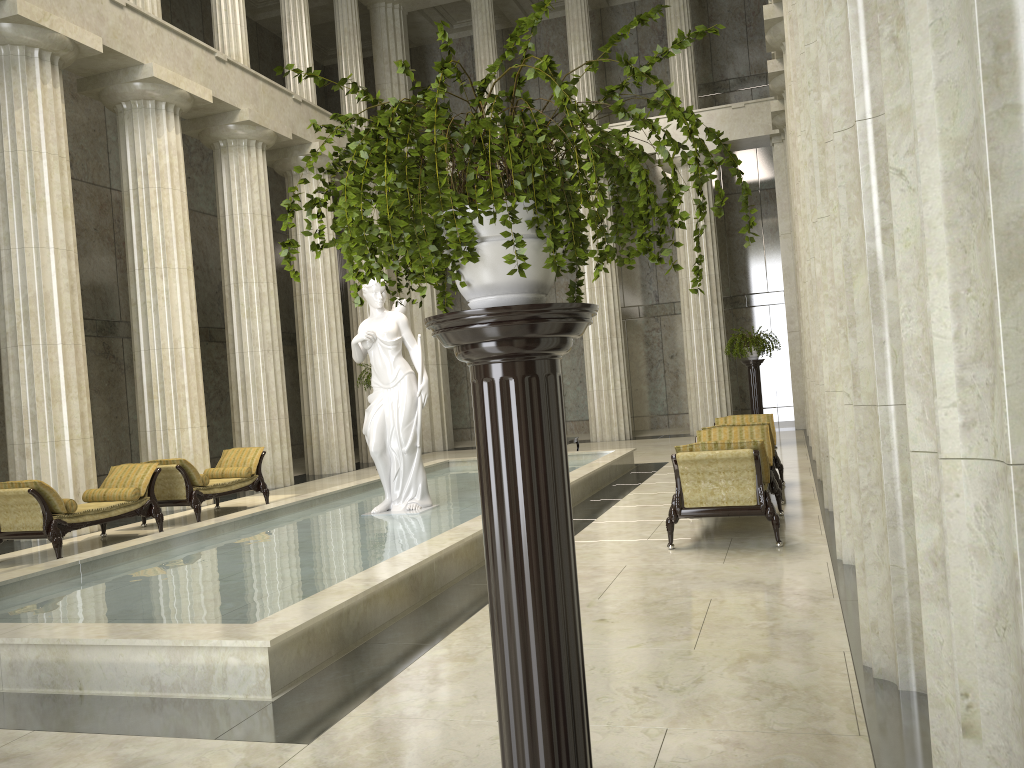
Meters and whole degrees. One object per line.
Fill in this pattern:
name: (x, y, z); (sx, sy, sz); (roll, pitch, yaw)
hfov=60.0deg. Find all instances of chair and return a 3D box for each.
chair: (-5.304, 1.547, 10.904); (0.993, 0.950, 2.172); (-5, 0, 17)
chair: (2.073, 0.945, 8.578); (0.993, 0.950, 2.172); (-5, 0, 17)
chair: (2.811, 0.900, 10.932); (0.993, 0.950, 2.172); (-5, 0, 17)
chair: (-4.565, 1.503, 13.258); (0.993, 0.950, 2.172); (-5, 0, 17)

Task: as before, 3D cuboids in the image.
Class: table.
table: (0.680, 1.336, 17.144); (1.134, 0.494, 1.123); (-5, 0, 16)

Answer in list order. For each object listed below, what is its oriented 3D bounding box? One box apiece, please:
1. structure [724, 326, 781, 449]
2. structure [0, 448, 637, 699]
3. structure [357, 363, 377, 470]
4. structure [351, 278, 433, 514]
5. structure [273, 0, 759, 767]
structure: (4.698, 0.066, 17.154); (1.053, 2.386, 1.159); (-5, 0, 22)
structure: (-1.297, 1.634, 10.713); (3.754, 0.508, 11.573); (-5, 0, 17)
structure: (-2.750, 0.675, 19.510); (1.159, 2.386, 1.053); (-5, 0, 12)
structure: (-1.445, 0.188, 10.704); (0.940, 3.044, 0.729); (-5, 0, 12)
structure: (0.039, 0.349, 2.235); (1.053, 2.386, 1.159); (-4, 0, -43)
